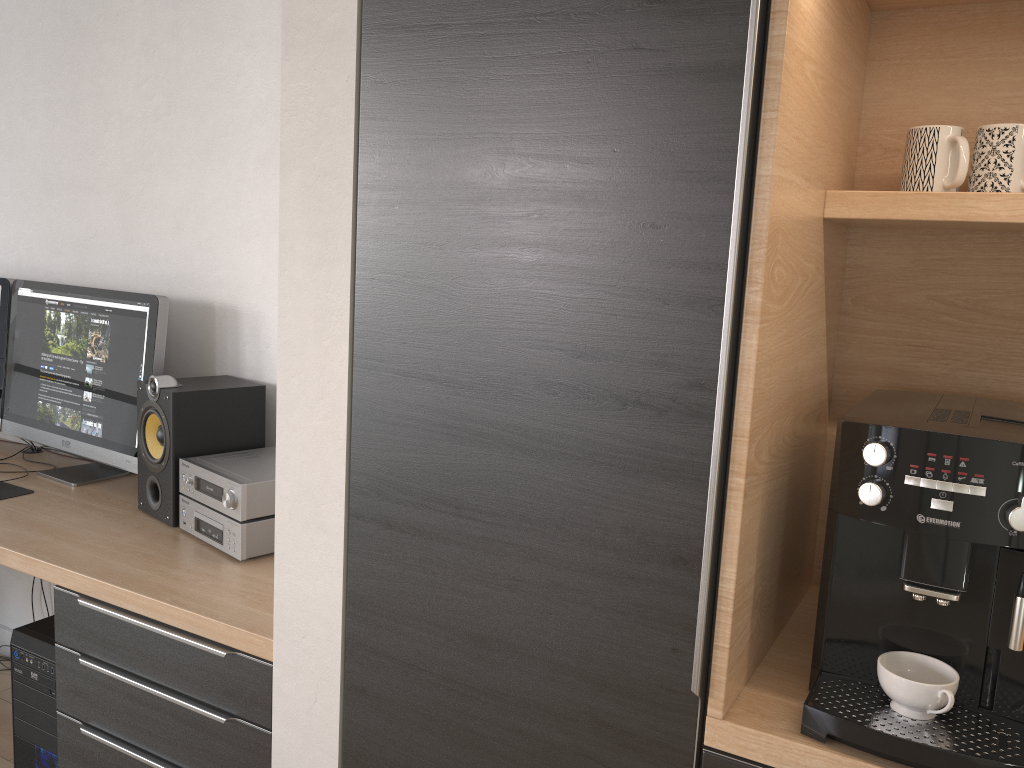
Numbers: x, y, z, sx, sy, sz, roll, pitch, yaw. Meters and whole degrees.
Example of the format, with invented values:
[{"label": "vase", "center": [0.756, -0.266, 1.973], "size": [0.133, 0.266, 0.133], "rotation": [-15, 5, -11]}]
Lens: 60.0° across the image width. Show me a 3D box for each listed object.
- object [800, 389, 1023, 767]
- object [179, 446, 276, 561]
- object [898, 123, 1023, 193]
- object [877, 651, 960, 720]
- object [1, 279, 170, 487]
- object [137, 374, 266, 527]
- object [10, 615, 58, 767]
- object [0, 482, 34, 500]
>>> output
[{"label": "object", "center": [0.766, 0.257, 1.199], "size": [0.618, 0.398, 0.584], "rotation": [8, 10, 29]}, {"label": "object", "center": [-0.592, 0.270, 2.065], "size": [0.285, 0.174, 0.270], "rotation": [11, 12, 43]}, {"label": "object", "center": [0.737, -0.328, 1.316], "size": [0.297, 0.105, 0.112], "rotation": [8, 10, 30]}, {"label": "object", "center": [0.512, 0.387, 1.126], "size": [0.095, 0.057, 0.099], "rotation": [8, 10, 31]}, {"label": "object", "center": [-1.194, -0.005, 2.488], "size": [0.716, 0.535, 0.190], "rotation": [9, 10, 33]}, {"label": "object", "center": [-0.783, 0.146, 2.228], "size": [0.198, 0.354, 0.249], "rotation": [11, 12, 43]}, {"label": "object", "center": [-0.957, 0.811, 2.202], "size": [0.215, 0.527, 0.474], "rotation": [8, 10, 29]}, {"label": "object", "center": [-1.408, 0.280, 2.307], "size": [0.250, 0.002, 0.200], "rotation": [8, 10, 29]}]
